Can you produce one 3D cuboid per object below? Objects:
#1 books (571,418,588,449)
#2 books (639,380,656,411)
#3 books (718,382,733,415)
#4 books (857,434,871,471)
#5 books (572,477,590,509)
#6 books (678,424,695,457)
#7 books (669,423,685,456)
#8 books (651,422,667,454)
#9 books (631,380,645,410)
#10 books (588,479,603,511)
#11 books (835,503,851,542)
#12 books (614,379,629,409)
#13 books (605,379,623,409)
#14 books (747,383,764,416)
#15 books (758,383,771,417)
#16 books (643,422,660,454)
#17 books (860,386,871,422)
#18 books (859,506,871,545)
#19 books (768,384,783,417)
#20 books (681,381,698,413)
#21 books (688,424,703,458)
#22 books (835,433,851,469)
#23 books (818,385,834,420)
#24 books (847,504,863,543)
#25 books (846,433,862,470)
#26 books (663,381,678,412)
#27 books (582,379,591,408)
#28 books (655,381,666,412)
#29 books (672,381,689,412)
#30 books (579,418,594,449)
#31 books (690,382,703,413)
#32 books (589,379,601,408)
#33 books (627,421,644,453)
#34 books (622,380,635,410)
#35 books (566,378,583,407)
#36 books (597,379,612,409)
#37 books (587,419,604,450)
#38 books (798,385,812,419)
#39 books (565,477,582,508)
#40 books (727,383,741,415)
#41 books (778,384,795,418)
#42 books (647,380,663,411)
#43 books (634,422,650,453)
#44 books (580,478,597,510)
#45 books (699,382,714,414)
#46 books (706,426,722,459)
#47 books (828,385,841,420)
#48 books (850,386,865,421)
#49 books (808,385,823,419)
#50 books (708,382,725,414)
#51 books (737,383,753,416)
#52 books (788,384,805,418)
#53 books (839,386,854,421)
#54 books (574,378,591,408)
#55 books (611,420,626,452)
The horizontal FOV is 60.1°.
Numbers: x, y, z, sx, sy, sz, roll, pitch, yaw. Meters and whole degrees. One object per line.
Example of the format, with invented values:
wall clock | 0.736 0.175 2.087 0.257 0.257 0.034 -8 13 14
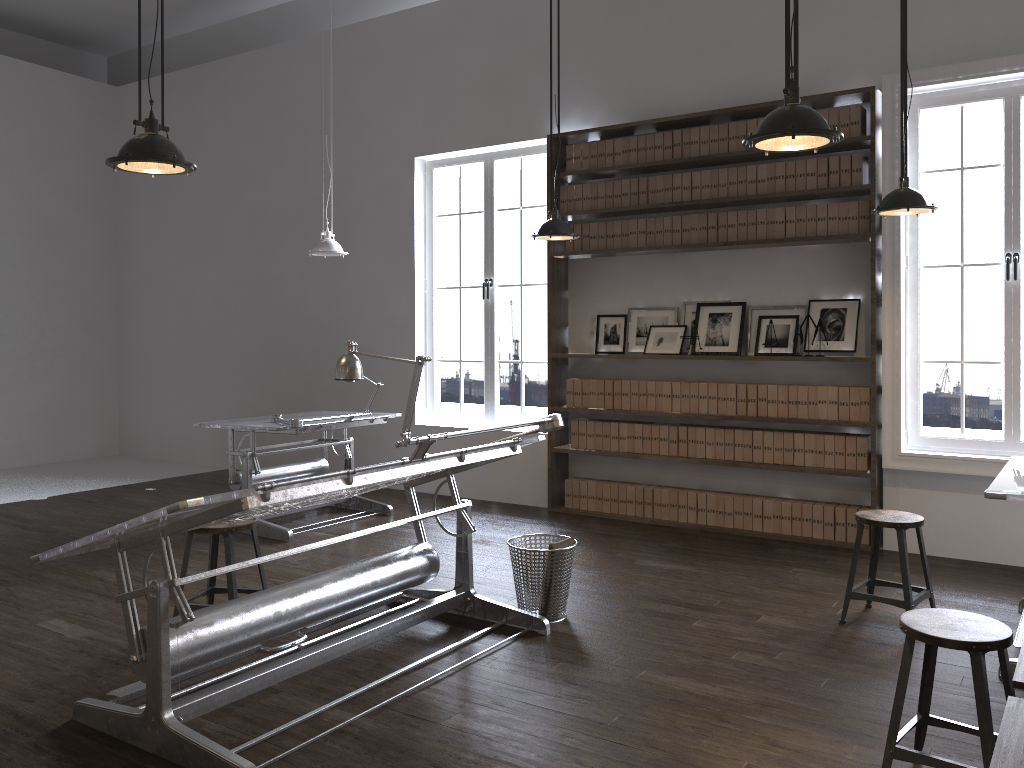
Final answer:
books | 0.541 0.393 7.088 0.067 0.226 0.174 0 1 34
books | 1.038 0.087 6.762 0.067 0.225 0.174 0 1 34
books | 1.553 0.105 6.410 0.067 0.226 0.174 0 1 34
books | 2.345 0.454 5.885 0.067 0.225 0.174 0 1 34
books | 0.554 0.875 7.088 0.067 0.225 0.174 0 1 34
books | 1.300 0.419 6.582 0.067 0.226 0.174 0 1 34
books | 1.241 0.416 6.628 0.067 0.225 0.174 0 1 34
books | 1.123 0.412 6.707 0.067 0.225 0.174 0 1 34
books | 0.979 0.085 6.801 0.067 0.225 0.174 0 1 34
books | 0.671 0.879 7.007 0.067 0.225 0.174 0 1 34
books | 2.230 0.932 5.963 0.067 0.226 0.174 0 1 34
books | 0.861 0.081 6.881 0.067 0.225 0.174 0 1 34
books | 0.796 0.079 6.918 0.067 0.226 0.174 0 1 34
books | 1.731 0.111 6.293 0.067 0.226 0.174 0 1 34
books | 1.796 0.113 6.255 0.067 0.225 0.174 0 1 34
books | 1.064 0.410 6.746 0.067 0.225 0.174 0 1 34
books | 2.359 0.133 5.871 0.067 0.226 0.174 0 1 34
books | 2.356 0.936 5.882 0.067 0.225 0.174 0 1 34
books | 1.853 0.115 6.212 0.067 0.225 0.174 0 1 34
books | 1.320 0.097 6.572 0.067 0.225 0.174 0 1 34
books | 1.365 0.421 6.545 0.067 0.225 0.174 0 1 34
books | 2.229 0.450 5.967 0.067 0.225 0.174 0 1 34
books | 2.135 0.125 6.025 0.067 0.225 0.174 0 1 34
books | 2.295 0.934 5.926 0.067 0.225 0.174 0 1 34
books | 2.288 0.452 5.928 0.067 0.225 0.174 0 1 34
books | 1.200 0.093 6.650 0.067 0.225 0.174 0 1 34
books | 0.626 0.074 7.029 0.067 0.226 0.174 0 1 34
books | 1.149 0.091 6.686 0.067 0.225 0.174 0 1 34
books | 1.259 0.095 6.608 0.067 0.226 0.174 0 1 34
books | 0.602 0.395 7.047 0.067 0.225 0.174 0 1 34
books | 1.379 0.099 6.535 0.067 0.225 0.174 0 1 34
books | 0.681 0.075 6.998 0.067 0.225 0.174 0 1 34
books | 0.952 0.406 6.819 0.067 0.225 0.174 0 1 34
books | 0.917 0.083 6.837 0.067 0.225 0.174 0 1 34
books | 0.508 0.069 7.113 0.067 0.225 0.174 0 1 34
books | 0.737 0.077 6.964 0.067 0.225 0.174 0 1 34
books | 0.664 0.397 7.010 0.067 0.225 0.174 0 1 34
books | 2.026 0.121 6.094 0.067 0.226 0.174 0 1 34
books | 0.497 0.873 7.129 0.067 0.225 0.174 0 1 34
books | 1.608 0.107 6.378 0.067 0.225 0.174 0 1 34
books | 1.914 0.117 6.176 0.067 0.225 0.174 0 1 34
books | 1.090 0.089 6.720 0.067 0.226 0.174 0 1 34
books | 1.005 0.409 6.778 0.067 0.226 0.174 0 1 34
books | 0.610 0.877 7.046 0.067 0.226 0.174 0 1 34
books | 1.435 0.101 6.493 0.067 0.225 0.174 0 1 34
books | 1.478 0.425 6.466 0.067 0.225 0.174 0 1 34
books | 2.190 0.127 5.986 0.067 0.226 0.174 0 1 34
books | 2.309 0.131 5.913 0.067 0.225 0.174 0 1 34
books | 2.084 0.123 6.061 0.067 0.225 0.174 0 1 34
books | 1.493 0.103 6.450 0.067 0.225 0.174 0 1 34
books | 1.672 0.109 6.338 0.067 0.225 0.174 0 1 34
books | 1.973 0.119 6.137 0.067 0.225 0.174 0 1 34
books | 2.250 0.129 5.950 0.067 0.225 0.174 0 1 34
books | 0.566 0.071 7.070 0.067 0.225 0.174 0 1 34
books | 0.837 0.403 6.892 0.067 0.226 0.174 0 1 34
